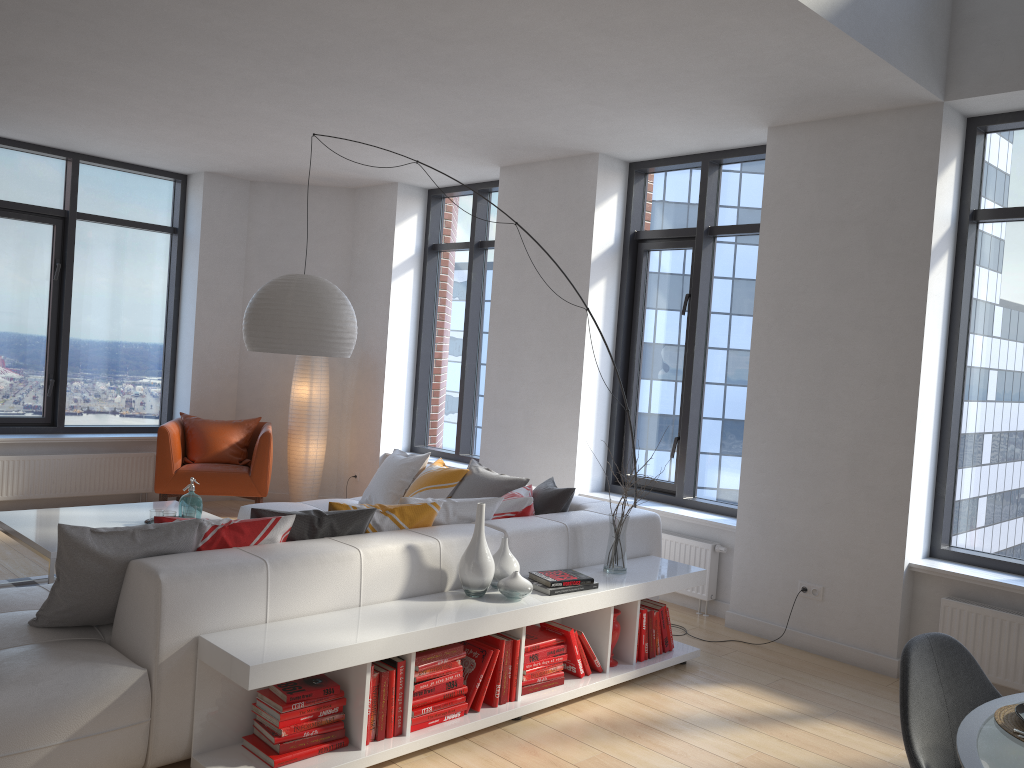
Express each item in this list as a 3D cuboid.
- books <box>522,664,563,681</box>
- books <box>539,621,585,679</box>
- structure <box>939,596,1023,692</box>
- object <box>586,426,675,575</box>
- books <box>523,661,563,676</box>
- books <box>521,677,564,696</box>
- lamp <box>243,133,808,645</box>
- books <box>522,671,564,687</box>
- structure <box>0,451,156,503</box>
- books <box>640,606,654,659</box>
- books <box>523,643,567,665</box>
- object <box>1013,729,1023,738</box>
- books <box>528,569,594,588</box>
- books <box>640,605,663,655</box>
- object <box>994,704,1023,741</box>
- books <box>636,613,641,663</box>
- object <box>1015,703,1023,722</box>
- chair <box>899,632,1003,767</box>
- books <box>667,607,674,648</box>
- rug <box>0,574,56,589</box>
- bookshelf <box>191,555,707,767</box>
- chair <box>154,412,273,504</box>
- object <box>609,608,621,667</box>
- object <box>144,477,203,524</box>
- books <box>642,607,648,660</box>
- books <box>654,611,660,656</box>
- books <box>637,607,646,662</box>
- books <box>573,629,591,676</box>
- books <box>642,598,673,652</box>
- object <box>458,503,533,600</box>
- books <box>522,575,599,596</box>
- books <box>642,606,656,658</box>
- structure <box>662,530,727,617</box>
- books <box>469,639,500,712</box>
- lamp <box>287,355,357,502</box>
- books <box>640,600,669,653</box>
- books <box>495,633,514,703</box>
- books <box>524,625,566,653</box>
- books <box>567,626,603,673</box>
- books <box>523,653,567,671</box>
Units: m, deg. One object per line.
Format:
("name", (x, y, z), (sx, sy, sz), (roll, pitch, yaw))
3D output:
("books", (0.077, 1.267, 3.975), (0.257, 0.025, 0.182), (2, 2, -45))
("books", (0.231, 1.222, 4.107), (0.134, 0.248, 0.192), (2, 2, -45))
("structure", (2.570, 1.361, 4.224), (0.110, 0.460, 1.015), (2, 2, -45))
("object", (0.596, 0.570, 4.390), (0.406, 0.744, 0.607), (4, 2, -5))
("books", (0.083, 1.245, 3.966), (0.236, 0.023, 0.178), (2, 2, -45))
("books", (0.071, 1.322, 3.976), (0.259, 0.034, 0.206), (3, 2, -42))
("lamp", (0.118, 0.064, 5.030), (3.199, 2.647, 0.710), (4, 2, -9))
("books", (0.072, 1.293, 3.963), (0.266, 0.026, 0.187), (3, 2, -39))
("structure", (-3.701, 0.815, 7.455), (1.474, 0.460, 0.110), (2, 2, -45))
("books", (0.623, 1.239, 4.479), (0.076, 0.252, 0.199), (2, 2, -45))
("books", (0.077, 1.185, 3.984), (0.206, 0.039, 0.279), (6, 2, 44))
("object", (1.276, 0.779, 1.976), (0.309, 0.015, 0.206), (3, 2, -40))
("books", (0.223, 0.887, 4.051), (0.238, 0.027, 0.188), (3, 2, -31))
("books", (0.686, 1.250, 4.540), (0.083, 0.233, 0.178), (2, 2, -45))
("object", (1.283, 0.787, 1.983), (0.360, 0.002, 0.360), (4, 2, -3))
("books", (0.560, 1.236, 4.396), (0.026, 0.250, 0.168), (2, 2, -45))
("object", (1.277, 0.748, 1.990), (0.258, 0.074, 0.258), (5, 2, 26))
("chair", (1.211, 1.107, 2.062), (0.655, 0.891, 0.619), (3, 2, -38))
("books", (0.753, 1.254, 4.624), (0.103, 0.230, 0.173), (2, 2, -45))
("rug", (-2.303, 1.218, 4.755), (2.326, 0.016, 1.662), (2, 2, -45))
("bookshelf", (-0.047, 1.164, 3.842), (2.600, 0.500, 0.356), (2, 2, -45))
("chair", (-2.479, 0.700, 7.481), (0.896, 0.858, 0.843), (4, 2, -13))
("object", (0.462, 1.228, 4.311), (0.125, 0.258, 0.125), (5, 2, 23))
("object", (-1.908, 0.665, 5.045), (0.330, 0.265, 0.330), (3, 2, -21))
("books", (0.604, 1.234, 4.447), (0.056, 0.262, 0.185), (2, 2, -45))
("books", (0.672, 1.251, 4.520), (0.081, 0.230, 0.165), (2, 2, -45))
("books", (0.581, 1.228, 4.427), (0.050, 0.268, 0.198), (2, 2, -45))
("books", (0.268, 1.233, 4.136), (0.148, 0.232, 0.171), (3, 2, -43))
("books", (0.731, 1.241, 4.598), (0.116, 0.255, 0.198), (2, 2, -45))
("object", (-0.080, 0.712, 3.847), (0.316, 0.398, 0.319), (3, 2, -21))
("books", (0.205, 0.912, 4.069), (0.300, 0.026, 0.245), (3, 2, -40))
("books", (0.651, 1.244, 4.492), (0.066, 0.247, 0.175), (2, 2, -45))
("structure", (0.957, 1.197, 5.855), (0.110, 0.460, 1.015), (2, 2, -45))
("books", (-0.162, 1.207, 3.698), (0.115, 0.245, 0.192), (2, 2, -45))
("lamp", (-1.625, 0.405, 7.901), (0.804, 1.550, 0.502), (4, 2, 6))
("books", (0.710, 1.244, 4.573), (0.119, 0.249, 0.187), (2, 2, -45))
("books", (-0.073, 1.203, 3.795), (0.028, 0.266, 0.188), (2, 2, -45))
("books", (0.058, 1.148, 3.996), (0.301, 0.032, 0.227), (2, 2, -45))
("books", (0.308, 1.241, 4.175), (0.186, 0.223, 0.188), (2, 2, -44))
("books", (0.088, 1.219, 3.975), (0.261, 0.027, 0.191), (3, 2, -41))
